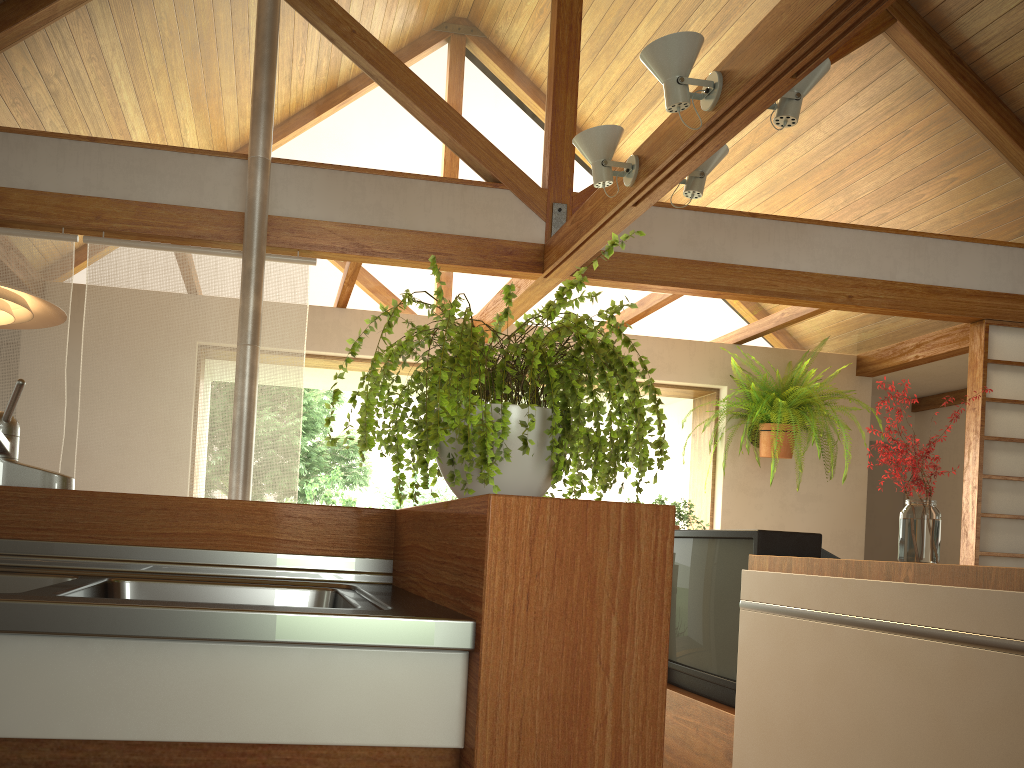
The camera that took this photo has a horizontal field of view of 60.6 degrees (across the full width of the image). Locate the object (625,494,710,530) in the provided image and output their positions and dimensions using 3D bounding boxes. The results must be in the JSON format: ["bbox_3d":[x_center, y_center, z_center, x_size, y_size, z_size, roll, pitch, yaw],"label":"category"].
[{"bbox_3d":[0.625,0.671,3.909,0.530,0.373,0.543,-3,-9,39],"label":"object"}]

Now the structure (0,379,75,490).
[{"bbox_3d":[-0.880,0.063,1.363,0.246,0.173,0.401,3,-9,4],"label":"structure"}]

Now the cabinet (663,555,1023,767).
[{"bbox_3d":[0.799,0.931,2.863,0.543,0.729,2.755,4,-10,-15],"label":"cabinet"}]

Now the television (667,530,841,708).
[{"bbox_3d":[0.838,0.760,2.871,0.479,0.534,0.664,4,-7,-13],"label":"television"}]

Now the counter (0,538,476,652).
[{"bbox_3d":[-1.373,0.232,1.026,2.532,0.167,0.638,5,-10,-8],"label":"counter"}]

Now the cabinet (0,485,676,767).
[{"bbox_3d":[-1.315,0.523,1.122,2.728,0.874,0.866,5,-6,-9],"label":"cabinet"}]

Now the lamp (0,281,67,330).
[{"bbox_3d":[-1.965,-1.250,2.221,1.799,2.135,0.560,3,-2,2],"label":"lamp"}]

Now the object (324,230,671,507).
[{"bbox_3d":[-0.008,0.013,1.228,0.466,0.348,0.487,1,-7,13],"label":"object"}]

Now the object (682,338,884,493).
[{"bbox_3d":[1.817,0.237,5.721,1.233,1.119,1.105,5,-6,-18],"label":"object"}]

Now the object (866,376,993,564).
[{"bbox_3d":[1.059,0.222,2.298,0.235,0.496,0.229,3,-3,-5],"label":"object"}]
